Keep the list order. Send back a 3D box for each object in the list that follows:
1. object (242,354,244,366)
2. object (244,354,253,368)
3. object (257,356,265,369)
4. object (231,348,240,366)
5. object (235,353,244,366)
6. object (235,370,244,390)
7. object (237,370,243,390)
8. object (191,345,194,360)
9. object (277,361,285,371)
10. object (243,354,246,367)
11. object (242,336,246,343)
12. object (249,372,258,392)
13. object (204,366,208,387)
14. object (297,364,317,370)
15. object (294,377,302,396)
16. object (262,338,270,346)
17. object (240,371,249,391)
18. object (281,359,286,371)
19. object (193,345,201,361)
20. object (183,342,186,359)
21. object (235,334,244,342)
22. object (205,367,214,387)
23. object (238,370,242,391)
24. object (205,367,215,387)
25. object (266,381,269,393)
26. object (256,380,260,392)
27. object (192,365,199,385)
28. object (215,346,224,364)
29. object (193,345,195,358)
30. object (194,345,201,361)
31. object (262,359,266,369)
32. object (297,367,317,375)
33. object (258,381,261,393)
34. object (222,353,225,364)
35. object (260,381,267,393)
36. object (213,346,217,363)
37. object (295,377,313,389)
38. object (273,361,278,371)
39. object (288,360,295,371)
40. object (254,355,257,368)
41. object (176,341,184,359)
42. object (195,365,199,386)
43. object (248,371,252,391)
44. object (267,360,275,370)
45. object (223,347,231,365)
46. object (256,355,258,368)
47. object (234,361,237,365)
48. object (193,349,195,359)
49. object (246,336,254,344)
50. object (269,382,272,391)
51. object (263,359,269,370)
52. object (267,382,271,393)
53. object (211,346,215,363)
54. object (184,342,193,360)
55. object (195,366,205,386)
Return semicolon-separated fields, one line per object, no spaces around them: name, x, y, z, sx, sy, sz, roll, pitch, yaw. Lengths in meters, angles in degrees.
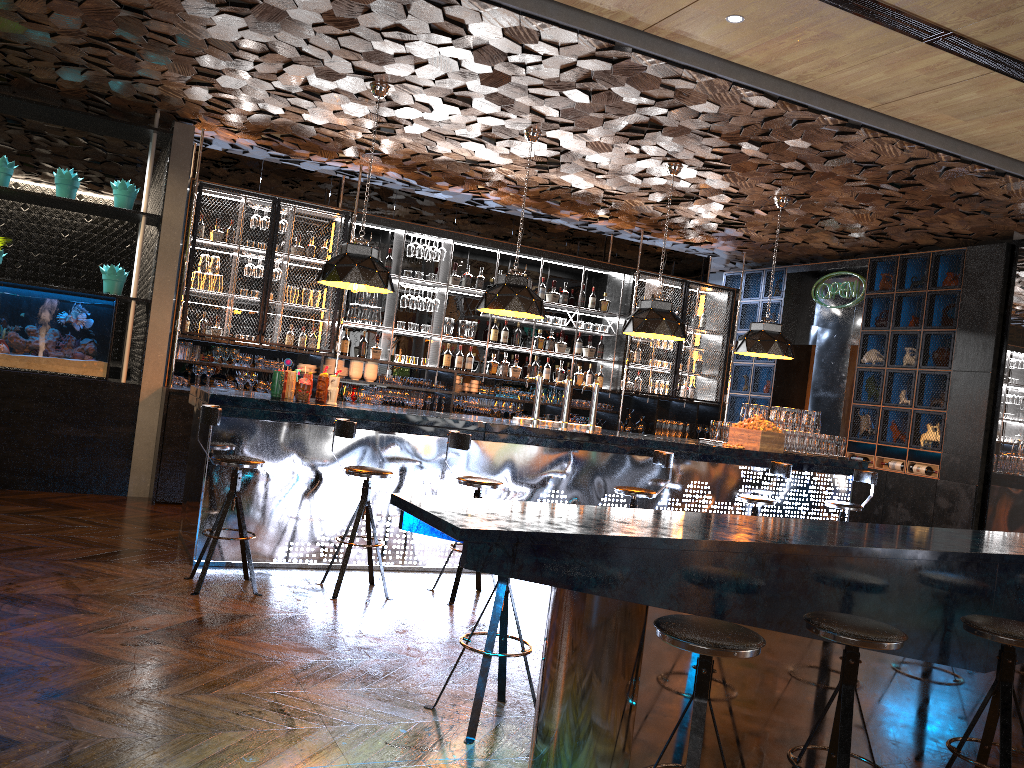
object;-2.747;-0.244;9.110;0.081;0.132;0.081;7;-1;36
object;-2.640;-0.233;8.885;0.081;0.132;0.081;7;-1;36
object;-2.531;-0.218;8.925;0.074;0.131;0.074;7;0;-13
object;-2.755;-0.267;8.797;0.087;0.170;0.087;7;0;25
object;-2.736;-0.245;8.895;0.081;0.132;0.081;7;-1;36
object;-2.796;-0.028;9.093;0.088;0.229;0.077;7;-1;39
object;-2.757;-0.024;9.009;0.077;0.229;0.088;7;0;-10
object;-3.181;-0.311;8.882;0.051;0.152;0.058;7;0;-2
object;-2.345;-0.178;9.009;0.078;0.099;0.078;7;-1;31
object;-2.695;-0.239;8.992;0.081;0.132;0.081;7;-1;36
object;-2.770;-0.460;9.154;0.077;0.080;0.077;7;0;14
object;-2.626;-0.008;8.977;0.088;0.229;0.077;7;0;-26
object;-3.068;-0.062;8.930;0.091;0.227;0.091;7;0;27
object;-2.124;-0.172;9.194;0.211;0.060;0.209;7;0;19
object;-2.334;0.033;9.350;0.376;0.227;0.186;7;0;-27
object;-2.530;-0.430;9.126;0.077;0.080;0.077;7;-1;-37
object;-2.680;-0.015;8.854;0.088;0.229;0.077;7;0;-12
object;-2.383;-0.197;9.289;0.074;0.131;0.074;7;0;-13
object;-3.097;-0.301;8.724;0.058;0.152;0.051;7;0;-22
object;-3.195;-0.325;8.716;0.067;0.174;0.067;7;0;0
object;-2.766;-0.461;8.991;0.077;0.080;0.077;7;0;14
object;-3.021;-0.057;8.822;0.091;0.227;0.091;7;0;27
object;-2.718;-0.020;8.937;0.077;0.229;0.088;7;0;24
object;-2.978;-0.052;8.728;0.091;0.227;0.091;7;0;-3
object;-2.528;0.048;9.227;0.074;0.146;0.065;7;0;-3
object;-2.612;0.037;9.172;0.065;0.146;0.074;7;0;4
object;-3.172;-0.075;8.905;0.091;0.227;0.091;7;0;-22
object;-2.895;-0.284;8.741;0.087;0.170;0.087;7;0;25
object;-3.142;-0.306;8.835;0.051;0.152;0.058;7;0;1
object;-3.076;-0.299;8.669;0.051;0.152;0.058;7;0;-21
object;-2.535;-0.202;9.119;0.078;0.103;0.078;7;0;17
object;-2.130;-0.132;9.194;0.209;0.060;0.211;7;0;24
object;-2.571;0.041;9.084;0.065;0.146;0.074;7;0;-13
object;-2.911;-0.284;8.983;0.087;0.170;0.087;7;0;25
object;-2.524;0.046;8.991;0.065;0.146;0.074;7;-1;41
object;-2.946;-0.290;8.848;0.087;0.170;0.087;7;0;25
object;-2.250;0.042;9.173;0.376;0.227;0.186;7;0;-27
object;-2.413;-0.186;9.076;0.078;0.099;0.078;7;-1;31
object;-2.280;-0.185;9.142;0.074;0.131;0.074;7;0;-13
object;-2.603;-0.226;9.082;0.074;0.131;0.074;7;0;-13
object;-3.222;-0.329;8.605;0.067;0.174;0.067;7;0;-17
object;-3.108;-0.068;8.788;0.091;0.227;0.091;7;0;14
object;-2.676;-0.013;9.089;0.088;0.229;0.077;7;0;-24
object;-2.437;-0.191;8.972;0.078;0.103;0.078;7;0;17
object;-2.849;-0.278;8.852;0.087;0.170;0.087;7;0;25
object;-2.566;-0.222;9.004;0.074;0.131;0.074;7;0;-13
object;-2.800;-0.251;9.028;0.081;0.132;0.081;7;-1;36
object;-3.120;-0.304;8.781;0.051;0.152;0.058;7;0;26
object;-2.668;-0.448;9.025;0.077;0.080;0.077;7;-1;-40
object;-2.441;0.057;9.037;0.074;0.146;0.065;7;-1;-31
object;-2.494;-0.198;9.038;0.078;0.103;0.078;7;0;17
object;-2.487;0.052;9.132;0.065;0.146;0.074;7;0;-3
object;-2.997;-0.295;8.955;0.087;0.170;0.087;7;0;25
object;-3.156;-0.321;8.650;0.067;0.174;0.067;7;0;14
object;-3.063;-0.063;8.689;0.091;0.227;0.091;7;0;27
